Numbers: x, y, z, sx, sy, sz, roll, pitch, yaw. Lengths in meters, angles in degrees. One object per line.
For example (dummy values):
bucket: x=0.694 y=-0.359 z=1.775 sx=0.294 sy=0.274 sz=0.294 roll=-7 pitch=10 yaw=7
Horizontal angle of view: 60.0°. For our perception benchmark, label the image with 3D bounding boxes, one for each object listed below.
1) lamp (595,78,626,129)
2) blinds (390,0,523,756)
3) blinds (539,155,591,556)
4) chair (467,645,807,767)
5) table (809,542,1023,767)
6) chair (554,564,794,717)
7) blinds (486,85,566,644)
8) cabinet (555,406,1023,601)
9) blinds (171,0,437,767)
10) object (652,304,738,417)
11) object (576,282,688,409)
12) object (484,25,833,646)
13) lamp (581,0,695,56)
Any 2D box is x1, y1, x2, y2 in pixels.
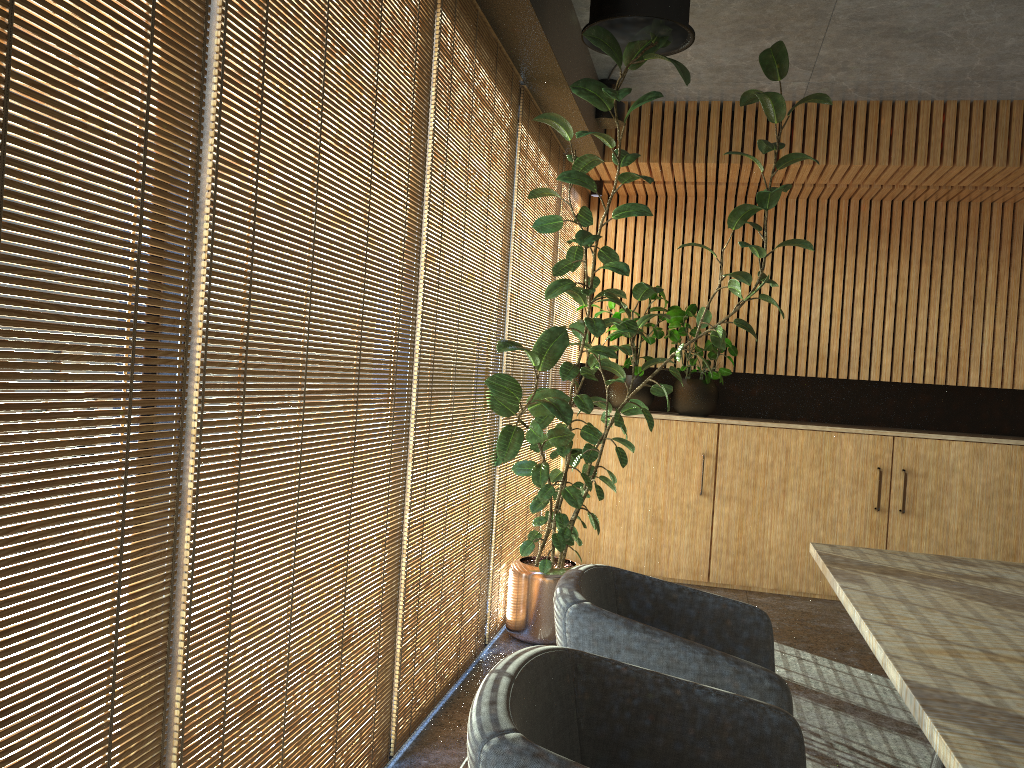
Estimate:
lamp: x=2.543 y=-1.760 z=5.506 sx=4.179 sy=0.294 sz=0.257 roll=4 pitch=1 yaw=12
blinds: x=-0.207 y=-0.106 z=4.033 sx=0.039 sy=3.038 sz=1.422 roll=4 pitch=1 yaw=12
blinds: x=0.423 y=-0.098 z=6.927 sx=0.039 sy=3.038 sz=1.422 roll=4 pitch=1 yaw=12
chair: x=0.275 y=1.037 z=1.636 sx=0.761 sy=0.944 sz=0.706 roll=4 pitch=1 yaw=12
table: x=1.599 y=1.132 z=1.348 sx=1.816 sy=0.927 sz=3.932 roll=4 pitch=1 yaw=12
chair: x=0.467 y=1.040 z=2.515 sx=0.761 sy=0.944 sz=0.706 roll=4 pitch=1 yaw=12
blinds: x=0.111 y=-0.102 z=5.492 sx=0.039 sy=3.038 sz=1.422 roll=4 pitch=1 yaw=12
cabinet: x=2.803 y=0.978 z=6.813 sx=4.954 sy=1.272 sz=1.006 roll=4 pitch=1 yaw=12
blinds: x=-0.519 y=-0.110 z=2.598 sx=0.039 sy=3.038 sz=1.422 roll=4 pitch=1 yaw=12
object: x=1.425 y=-0.189 z=7.012 sx=0.679 sy=0.880 sz=0.512 roll=4 pitch=1 yaw=16
object: x=0.933 y=-0.309 z=7.135 sx=0.640 sy=1.054 sz=0.666 roll=3 pitch=1 yaw=-36
object: x=0.433 y=-0.153 z=4.873 sx=1.875 sy=3.266 sz=1.958 roll=3 pitch=1 yaw=-39
lamp: x=0.585 y=-1.782 z=4.032 sx=0.513 sy=0.497 sz=0.513 roll=3 pitch=1 yaw=-17
